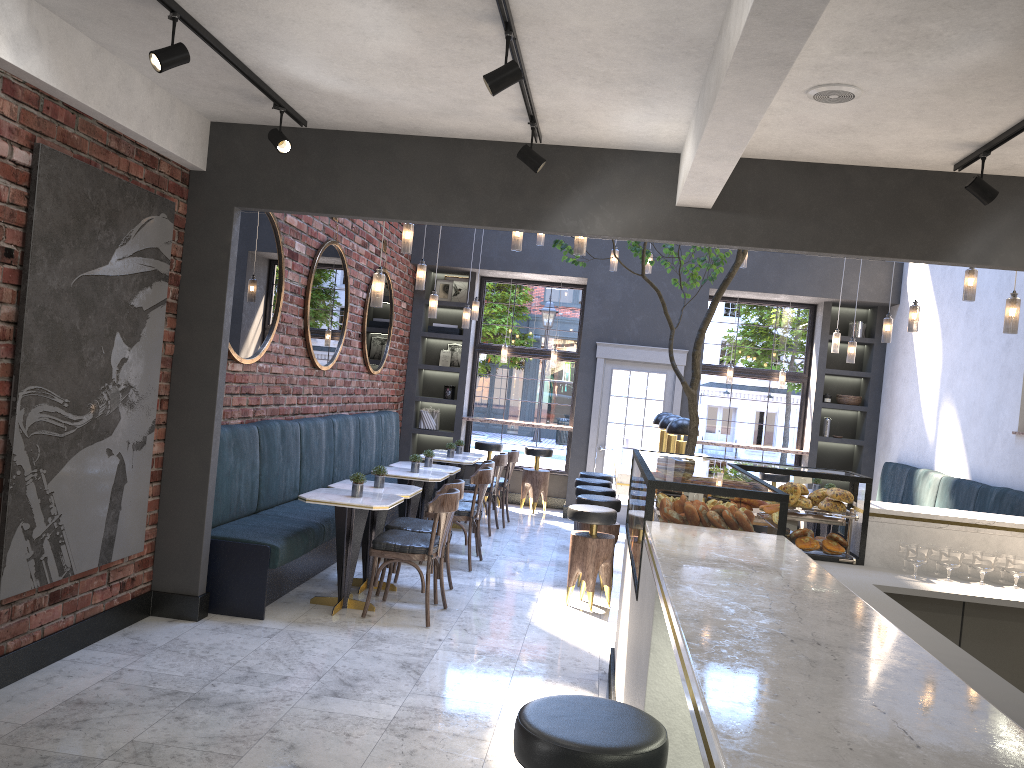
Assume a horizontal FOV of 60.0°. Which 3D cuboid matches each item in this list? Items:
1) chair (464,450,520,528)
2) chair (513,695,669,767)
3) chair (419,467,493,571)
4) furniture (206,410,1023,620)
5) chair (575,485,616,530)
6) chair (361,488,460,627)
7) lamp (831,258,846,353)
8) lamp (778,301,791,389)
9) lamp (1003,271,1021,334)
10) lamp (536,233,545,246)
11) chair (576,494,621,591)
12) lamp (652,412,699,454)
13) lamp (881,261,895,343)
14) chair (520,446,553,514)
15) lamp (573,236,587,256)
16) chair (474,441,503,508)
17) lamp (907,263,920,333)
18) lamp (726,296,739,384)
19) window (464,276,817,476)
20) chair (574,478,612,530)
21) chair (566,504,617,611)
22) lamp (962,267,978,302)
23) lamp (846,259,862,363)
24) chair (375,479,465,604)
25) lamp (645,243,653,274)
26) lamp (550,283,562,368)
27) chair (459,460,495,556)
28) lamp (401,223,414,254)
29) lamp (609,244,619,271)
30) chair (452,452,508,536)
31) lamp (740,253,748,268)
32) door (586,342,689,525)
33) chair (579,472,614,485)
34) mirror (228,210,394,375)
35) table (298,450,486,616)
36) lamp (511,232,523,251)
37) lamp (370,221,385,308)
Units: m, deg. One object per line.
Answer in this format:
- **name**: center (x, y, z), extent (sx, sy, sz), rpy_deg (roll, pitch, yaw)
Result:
- **chair**: center (-0.216, 1.158, 10.054), extent (0.521, 0.851, 0.497), rpy_deg (6, 0, 5)
- **chair**: center (0.153, 1.215, 2.138), extent (0.372, 0.821, 0.370), rpy_deg (5, 1, -31)
- **chair**: center (-0.464, 1.135, 7.708), extent (0.521, 0.851, 0.538), rpy_deg (6, 0, 7)
- **furniture**: center (1.123, 1.140, 7.884), extent (6.020, 1.151, 5.341), rpy_deg (6, 0, 6)
- **chair**: center (0.729, 1.310, 8.049), extent (0.371, 0.737, 0.371), rpy_deg (5, 1, -41)
- **chair**: center (-0.651, 1.118, 5.937), extent (0.521, 0.851, 0.538), rpy_deg (6, 0, 7)
- **lamp**: center (3.736, -2.384, 9.695), extent (0.078, 4.105, 0.078), rpy_deg (5, 1, -9)
- **lamp**: center (3.501, -0.650, 11.292), extent (0.078, 1.429, 0.078), rpy_deg (6, 1, 36)
- **lamp**: center (3.285, -2.356, 5.476), extent (0.078, 4.105, 0.078), rpy_deg (5, 1, -9)
- **lamp**: center (0.482, -3.452, 8.975), extent (0.078, 4.105, 0.078), rpy_deg (5, 1, -9)
- **chair**: center (0.689, 1.306, 7.350), extent (0.371, 0.737, 0.371), rpy_deg (6, 1, 33)
- **lamp**: center (0.567, -1.026, 4.432), extent (4.183, 3.256, 8.833), rpy_deg (5, 0, -11)
- **lamp**: center (3.552, -2.414, 7.929), extent (0.078, 4.105, 0.078), rpy_deg (5, 1, -32)
- **chair**: center (0.305, 1.225, 11.362), extent (0.372, 0.821, 0.370), rpy_deg (5, 1, -31)
- **lamp**: center (0.633, -2.876, 5.703), extent (0.078, 4.105, 0.078), rpy_deg (6, 1, 36)
- **chair**: center (-0.332, 1.164, 11.452), extent (0.371, 0.821, 0.371), rpy_deg (5, 1, -31)
- **lamp**: center (3.486, -2.468, 7.260), extent (0.078, 4.105, 0.078), rpy_deg (5, 1, -32)
- **lamp**: center (2.851, -0.713, 11.361), extent (0.078, 1.429, 0.078), rpy_deg (5, 1, -32)
- **window**: center (1.121, -1.427, 5.609), extent (6.405, 5.365, 12.710), rpy_deg (6, 0, 6)
- **chair**: center (0.772, 1.314, 8.741), extent (0.370, 0.737, 0.372), rpy_deg (5, 0, -3)
- **chair**: center (0.572, 1.295, 6.654), extent (0.371, 0.737, 0.371), rpy_deg (5, 1, -41)
- **lamp**: center (3.385, -2.623, 6.169), extent (0.078, 4.105, 0.078), rpy_deg (5, 1, -9)
- **lamp**: center (3.654, -2.258, 9.035), extent (0.078, 4.105, 0.078), rpy_deg (5, 1, -9)
- **chair**: center (-0.650, 1.117, 6.519), extent (0.521, 0.851, 0.538), rpy_deg (6, 0, 7)
- **lamp**: center (1.709, -3.277, 9.857), extent (0.078, 4.105, 0.078), rpy_deg (5, 1, -9)
- **lamp**: center (0.606, -0.930, 11.597), extent (0.078, 1.429, 0.078), rpy_deg (5, 1, -32)
- **chair**: center (-0.461, 1.135, 8.342), extent (0.521, 0.851, 0.538), rpy_deg (6, 0, 0)
- **lamp**: center (-0.583, -3.007, 6.520), extent (0.078, 4.105, 0.078), rpy_deg (5, 1, -9)
- **lamp**: center (1.258, -3.228, 9.274), extent (0.078, 4.105, 0.078), rpy_deg (5, 1, -9)
- **chair**: center (-0.344, 1.146, 9.485), extent (0.521, 0.851, 0.538), rpy_deg (6, 0, 7)
- **lamp**: center (2.591, -3.253, 9.188), extent (0.078, 4.105, 0.078), rpy_deg (5, 1, -9)
- **door**: center (1.500, 0.638, 10.975), extent (1.132, 2.219, 0.152), rpy_deg (6, 1, 6)
- **chair**: center (0.866, 1.323, 9.446), extent (0.371, 0.737, 0.371), rpy_deg (5, 1, -41)
- **mirror**: center (-1.658, -0.875, 8.131), extent (0.036, 1.510, 4.773), rpy_deg (6, 0, 6)
- **table**: center (1.097, 1.338, 7.843), extent (4.599, 0.751, 4.830), rpy_deg (6, 0, 6)
- **lamp**: center (0.229, -3.043, 6.617), extent (0.078, 4.105, 0.078), rpy_deg (6, 1, 36)
- **lamp**: center (-0.700, -2.553, 5.843), extent (0.078, 4.105, 0.078), rpy_deg (5, 1, -9)
